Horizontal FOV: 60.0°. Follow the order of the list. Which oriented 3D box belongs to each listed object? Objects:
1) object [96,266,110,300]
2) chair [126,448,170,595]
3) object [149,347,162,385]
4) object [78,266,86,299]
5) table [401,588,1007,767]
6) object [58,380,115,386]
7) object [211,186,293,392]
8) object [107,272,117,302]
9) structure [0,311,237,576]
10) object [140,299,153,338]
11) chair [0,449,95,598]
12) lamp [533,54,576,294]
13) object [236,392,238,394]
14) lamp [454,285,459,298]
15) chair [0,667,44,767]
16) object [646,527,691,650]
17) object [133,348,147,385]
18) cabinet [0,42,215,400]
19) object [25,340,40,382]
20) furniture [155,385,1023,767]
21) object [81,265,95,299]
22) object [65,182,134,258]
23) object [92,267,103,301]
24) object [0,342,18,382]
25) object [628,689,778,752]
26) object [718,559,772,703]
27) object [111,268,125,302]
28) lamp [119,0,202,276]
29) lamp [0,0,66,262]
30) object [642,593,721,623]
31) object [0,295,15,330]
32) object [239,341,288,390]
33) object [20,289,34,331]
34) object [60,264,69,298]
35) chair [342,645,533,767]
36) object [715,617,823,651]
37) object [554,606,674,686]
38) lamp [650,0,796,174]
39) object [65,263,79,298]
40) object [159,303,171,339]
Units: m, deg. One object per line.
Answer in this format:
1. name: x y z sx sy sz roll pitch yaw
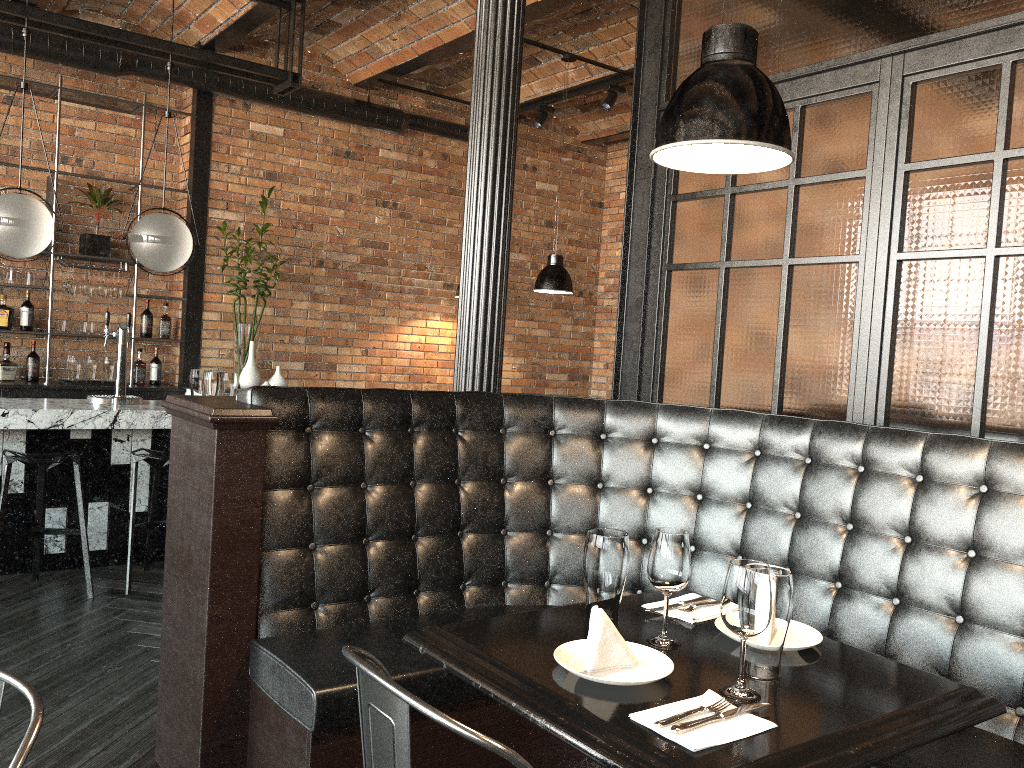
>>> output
1. object: -3.014 -0.741 6.538 0.092 0.244 0.092 4 2 3
2. chair: -1.879 0.686 4.768 0.475 0.737 0.414 2 3 -41
3. object: -2.772 -0.139 6.900 0.086 0.298 0.086 4 2 12
4. object: -3.191 -0.755 6.612 0.092 0.244 0.092 4 2 3
5. table: 0.345 0.939 1.852 0.872 0.758 0.872 2 3 -36
6. object: -3.117 -0.009 6.573 0.437 0.019 0.273 2 3 -36
7. object: -1.975 -0.709 6.731 0.584 1.546 0.673 4 2 2
8. object: -3.028 -0.750 6.733 0.092 0.244 0.092 4 2 3
9. structure: -3.560 0.226 4.871 5.346 1.430 1.930 2 3 -36
10. object: -2.810 -0.505 6.827 0.086 0.299 0.086 4 2 12
11. chair: -2.348 0.670 4.421 0.475 0.737 0.414 2 3 -31
12. lamp: 0.346 -1.473 6.246 0.291 1.653 0.291 4 2 9
13. object: -2.052 0.054 6.777 0.622 0.014 0.622 5 3 26
14. lamp: -0.306 -1.576 7.746 0.291 1.653 0.291 5 3 29
15. chair: -0.926 0.838 1.077 0.504 0.857 0.558 4 2 19
16. object: 0.332 0.434 1.894 0.092 0.244 0.092 3 2 -20
17. object: -2.865 -0.135 6.815 0.083 0.282 0.083 6 3 39
18. cabinet: -5.258 -1.002 4.932 7.075 3.779 0.564 2 3 -36
19. object: -3.450 -0.164 6.387 0.086 0.299 0.086 4 2 12
20. furniture: 1.281 0.799 1.171 1.979 1.212 5.451 2 3 -36
21. object: -3.094 -0.744 6.480 0.092 0.244 0.092 4 2 3
22. object: -3.045 -1.210 6.545 0.398 0.560 0.374 5 3 26
23. object: -3.112 -0.753 6.671 0.092 0.244 0.092 4 2 3
24. object: -3.577 -0.156 6.273 0.123 0.279 0.123 6 3 42
25. object: 0.340 0.563 1.511 0.255 0.019 0.157 2 3 -36
26. object: 0.427 0.450 1.629 0.092 0.244 0.092 5 3 37
27. object: -2.931 -0.738 6.600 0.092 0.244 0.092 4 2 3
28. lamp: -1.985 -1.502 5.110 0.340 1.754 0.340 4 2 10
29. lamp: -2.575 -1.522 4.676 0.340 1.754 0.340 4 2 10
30. object: 0.427 0.542 2.160 0.255 0.019 0.157 2 3 -41
31. object: -3.589 -0.505 6.250 0.151 0.248 0.094 2 3 -27
32. object: -1.812 -0.107 6.449 0.316 0.397 0.319 4 2 13
33. object: -3.472 -0.527 6.352 0.086 0.298 0.086 4 2 12
34. object: -3.280 -0.758 6.547 0.092 0.244 0.092 4 2 3
35. chair: -0.016 0.878 1.544 0.558 0.857 0.504 2 3 -36
36. object: 0.575 0.505 1.981 0.232 0.139 0.232 4 2 12
37. object: 0.200 0.491 1.722 0.232 0.139 0.232 4 2 12
38. lamp: 0.483 -1.283 1.788 0.291 1.653 0.291 4 2 9
39. object: -3.182 -0.747 6.414 0.092 0.244 0.092 4 2 3
40. object: -2.700 -0.492 6.905 0.083 0.282 0.083 3 3 -26
